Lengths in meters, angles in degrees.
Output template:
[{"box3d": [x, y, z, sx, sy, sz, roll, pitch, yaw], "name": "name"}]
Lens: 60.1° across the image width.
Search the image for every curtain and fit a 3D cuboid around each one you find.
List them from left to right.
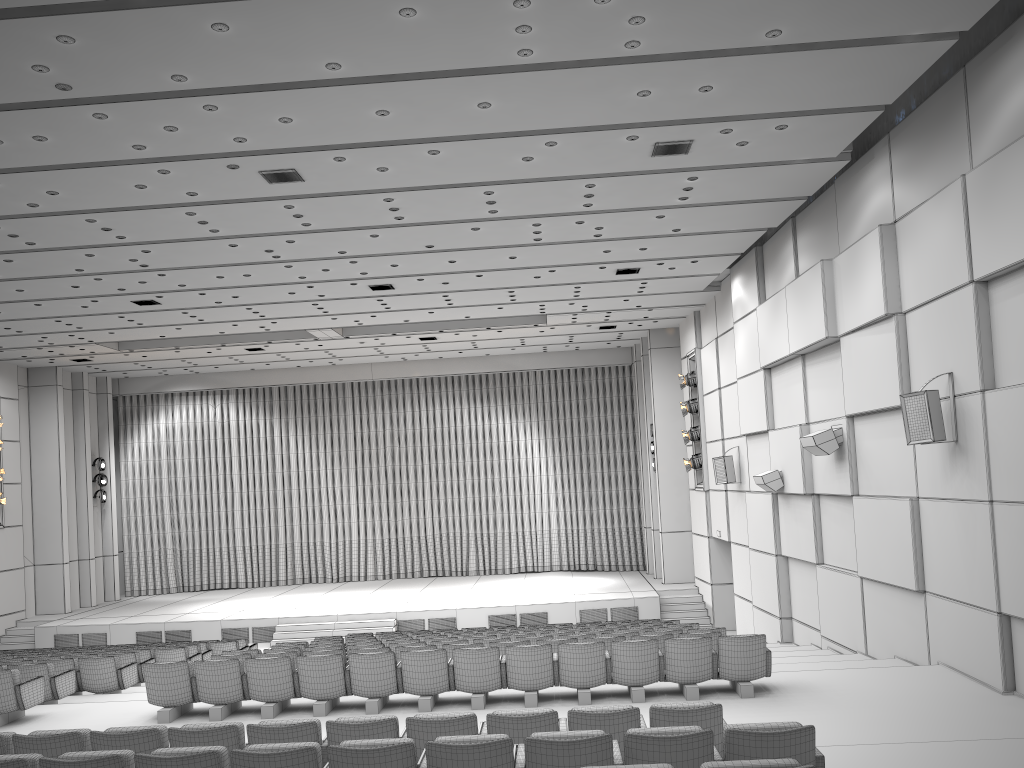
[{"box3d": [-3.886, 2.813, 27.263, 16.133, 6.497, 1.434, -3, -2, 3], "name": "curtain"}]

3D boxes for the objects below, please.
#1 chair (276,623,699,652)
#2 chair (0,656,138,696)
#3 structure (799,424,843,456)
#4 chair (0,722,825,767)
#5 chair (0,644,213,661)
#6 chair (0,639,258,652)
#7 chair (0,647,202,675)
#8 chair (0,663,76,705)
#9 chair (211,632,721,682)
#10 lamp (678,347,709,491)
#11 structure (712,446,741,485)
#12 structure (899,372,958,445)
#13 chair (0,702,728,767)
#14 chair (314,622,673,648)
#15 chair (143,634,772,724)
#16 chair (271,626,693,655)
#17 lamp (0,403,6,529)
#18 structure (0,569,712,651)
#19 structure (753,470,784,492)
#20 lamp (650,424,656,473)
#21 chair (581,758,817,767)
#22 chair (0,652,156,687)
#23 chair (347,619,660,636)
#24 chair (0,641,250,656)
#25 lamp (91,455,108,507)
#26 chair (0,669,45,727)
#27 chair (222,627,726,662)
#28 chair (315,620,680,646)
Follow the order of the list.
[{"box3d": [-0.361, 4.156, 13.799, 6.601, 0.619, 0.615, -3, -4, 3], "name": "chair"}, {"box3d": [-8.435, 4.101, 11.973, 6.601, 0.619, 0.615, -3, -4, 3], "name": "chair"}, {"box3d": [4.353, 0.793, 12.398, 0.470, 0.416, 0.522, -3, -5, -2], "name": "structure"}, {"box3d": [-5.124, 2.592, 5.322, 13.752, 0.619, 0.615, -3, -4, 3], "name": "chair"}, {"box3d": [-8.238, 4.899, 15.250, 6.051, 0.619, 0.615, -3, -4, 3], "name": "chair"}, {"box3d": [-8.083, 5.430, 17.440, 6.051, 0.619, 0.615, -3, -4, 3], "name": "chair"}, {"box3d": [-8.315, 4.634, 14.158, 6.601, 0.619, 0.615, -3, -4, 3], "name": "chair"}, {"box3d": [-8.478, 3.834, 10.880, 6.051, 0.619, 0.615, -3, -4, 3], "name": "chair"}, {"box3d": [-0.523, 3.357, 10.521, 6.051, 0.619, 0.615, -3, -4, 3], "name": "chair"}, {"box3d": [4.380, 0.867, 20.937, 0.755, 3.328, 1.025, -3, -2, -2], "name": "lamp"}, {"box3d": [4.305, 1.631, 17.691, 0.410, 0.741, 0.410, -1, -4, -40], "name": "structure"}, {"box3d": [4.388, 0.263, 9.317, 0.410, 0.741, 0.410, -1, -4, -40], "name": "structure"}, {"box3d": [-5.091, 2.859, 6.415, 13.202, 0.619, 0.615, -3, -4, 3], "name": "chair"}, {"box3d": [-0.284, 4.421, 14.891, 6.051, 0.619, 0.615, -3, -4, 3], "name": "chair"}, {"box3d": [-0.600, 3.091, 9.429, 6.602, 0.619, 0.615, -3, -4, 3], "name": "chair"}, {"box3d": [-0.403, 3.889, 12.706, 6.051, 0.619, 0.615, -3, -4, 3], "name": "chair"}, {"box3d": [-12.904, 1.901, 21.696, 0.746, 3.328, 1.023, -3, -2, 3], "name": "lamp"}, {"box3d": [-3.786, 6.142, 23.985, 17.823, 0.842, 8.355, -3, -6, 3], "name": "structure"}, {"box3d": [4.370, 1.604, 14.910, 0.471, 0.416, 0.522, -3, -5, 0], "name": "structure"}, {"box3d": [3.888, 1.695, 23.501, 0.436, 1.473, 0.387, -3, -2, -1], "name": "lamp"}, {"box3d": [-5.211, 2.327, 4.230, 13.202, 0.619, 0.615, -3, -4, 3], "name": "chair"}, {"box3d": [-8.358, 4.366, 13.065, 6.051, 0.619, 0.615, -3, -4, 3], "name": "chair"}, {"box3d": [-0.128, 4.953, 17.081, 6.051, 0.619, 0.615, -3, -4, 3], "name": "chair"}, {"box3d": [-8.196, 5.166, 16.344, 6.601, 0.619, 0.615, -3, -4, 3], "name": "chair"}, {"box3d": [-11.876, 2.771, 25.409, 0.437, 1.473, 0.386, -3, -2, 7], "name": "lamp"}, {"box3d": [-8.555, 3.569, 9.788, 6.601, 0.619, 0.615, -3, -4, 3], "name": "chair"}, {"box3d": [-0.481, 3.624, 11.614, 6.601, 0.619, 0.615, -3, -4, 3], "name": "chair"}, {"box3d": [-0.241, 4.689, 15.984, 6.601, 0.619, 0.615, -3, -4, 3], "name": "chair"}]
